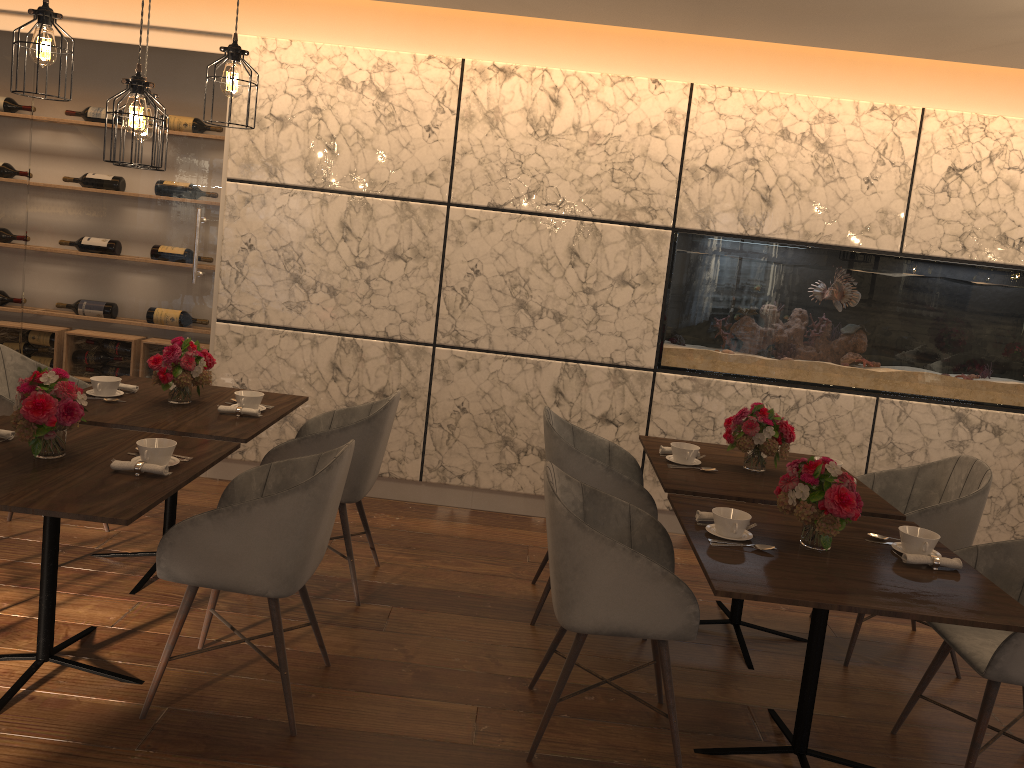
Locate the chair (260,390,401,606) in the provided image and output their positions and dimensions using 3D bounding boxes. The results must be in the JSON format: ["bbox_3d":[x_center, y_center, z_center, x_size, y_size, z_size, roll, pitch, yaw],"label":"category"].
[{"bbox_3d":[-0.793,0.433,3.844,0.526,0.867,0.569,7,7,1],"label":"chair"}]

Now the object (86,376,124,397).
[{"bbox_3d":[-1.737,0.013,3.783,0.148,0.072,0.149,3,10,-21],"label":"object"}]

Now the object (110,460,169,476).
[{"bbox_3d":[-1.168,0.263,2.781,0.175,0.039,0.056,7,9,1],"label":"object"}]

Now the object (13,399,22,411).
[{"bbox_3d":[-1.563,0.073,2.849,0.077,0.051,0.050,1,10,-33],"label":"object"}]

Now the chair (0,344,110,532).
[{"bbox_3d":[-2.111,0.279,3.888,0.526,0.867,0.569,7,7,1],"label":"chair"}]

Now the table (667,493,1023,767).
[{"bbox_3d":[0.960,0.877,2.822,0.896,0.716,0.903,7,8,1],"label":"table"}]

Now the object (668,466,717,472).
[{"bbox_3d":[0.738,0.344,3.627,0.197,0.015,0.043,7,9,5],"label":"object"}]

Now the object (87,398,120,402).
[{"bbox_3d":[-1.725,0.061,3.681,0.197,0.015,0.043,7,9,5],"label":"object"}]

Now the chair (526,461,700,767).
[{"bbox_3d":[0.317,0.719,2.881,0.526,0.867,0.569,7,7,1],"label":"chair"}]

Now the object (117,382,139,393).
[{"bbox_3d":[-1.736,0.011,3.898,0.175,0.039,0.056,7,9,1],"label":"object"}]

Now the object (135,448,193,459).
[{"bbox_3d":[-1.181,0.235,3.008,0.197,0.015,0.043,6,9,-3],"label":"object"}]

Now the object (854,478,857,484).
[{"bbox_3d":[1.326,0.395,3.640,0.175,0.039,0.056,7,9,1],"label":"object"}]

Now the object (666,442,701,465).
[{"bbox_3d":[0.725,0.296,3.729,0.148,0.072,0.149,3,10,-21],"label":"object"}]

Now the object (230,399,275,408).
[{"bbox_3d":[-1.150,0.084,3.922,0.197,0.015,0.043,6,9,-3],"label":"object"}]

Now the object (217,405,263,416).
[{"bbox_3d":[-1.146,0.112,3.729,0.192,0.024,0.025,7,8,1],"label":"object"}]

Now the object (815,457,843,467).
[{"bbox_3d":[1.331,0.359,3.751,0.148,0.072,0.149,3,10,-21],"label":"object"}]

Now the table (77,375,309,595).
[{"bbox_3d":[-1.469,0.437,3.829,0.896,0.716,0.903,7,8,1],"label":"table"}]

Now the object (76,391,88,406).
[{"bbox_3d":[-1.404,0.052,2.848,0.077,0.052,0.046,0,10,-36],"label":"object"}]

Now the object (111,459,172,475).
[{"bbox_3d":[-1.178,0.263,2.816,0.192,0.024,0.025,7,8,1],"label":"object"}]

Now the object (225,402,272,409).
[{"bbox_3d":[-1.159,0.094,3.887,0.211,0.004,0.022,7,9,1],"label":"object"}]

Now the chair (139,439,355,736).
[{"bbox_3d":[-0.825,0.591,2.891,0.526,0.867,0.569,7,7,1],"label":"chair"}]

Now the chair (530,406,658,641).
[{"bbox_3d":[0.350,0.562,3.834,0.526,0.867,0.569,7,7,1],"label":"chair"}]

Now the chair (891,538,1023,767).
[{"bbox_3d":[1.636,0.873,2.836,0.526,0.867,0.569,7,7,1],"label":"chair"}]

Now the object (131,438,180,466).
[{"bbox_3d":[-1.163,0.227,2.892,0.148,0.072,0.149,3,10,-21],"label":"object"}]

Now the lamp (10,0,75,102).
[{"bbox_3d":[-1.485,-1.990,2.892,0.175,2.057,0.176,7,6,3],"label":"lamp"}]

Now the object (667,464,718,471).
[{"bbox_3d":[0.745,0.345,3.655,0.211,0.004,0.022,7,9,1],"label":"object"}]

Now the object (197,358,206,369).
[{"bbox_3d":[-1.342,-0.088,3.767,0.076,0.052,0.049,3,8,-19],"label":"object"}]

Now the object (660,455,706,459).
[{"bbox_3d":[0.735,0.307,3.810,0.192,0.024,0.025,7,8,1],"label":"object"}]

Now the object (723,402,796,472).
[{"bbox_3d":[1.042,0.211,3.747,0.305,0.299,0.236,7,8,3],"label":"object"}]

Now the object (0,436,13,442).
[{"bbox_3d":[-1.759,0.175,2.951,0.192,0.024,0.025,7,8,1],"label":"object"}]

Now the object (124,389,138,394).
[{"bbox_3d":[-1.728,0.024,3.865,0.192,0.024,0.025,7,8,1],"label":"object"}]

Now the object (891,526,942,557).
[{"bbox_3d":[1.300,0.510,2.838,0.148,0.072,0.149,3,10,-21],"label":"object"}]

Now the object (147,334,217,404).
[{"bbox_3d":[-1.420,-0.071,3.798,0.235,0.299,0.306,10,9,23],"label":"object"}]

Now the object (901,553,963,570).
[{"bbox_3d":[1.294,0.546,2.727,0.175,0.039,0.056,7,9,1],"label":"object"}]

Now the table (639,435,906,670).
[{"bbox_3d":[0.992,0.720,3.775,0.896,0.716,0.903,7,8,1],"label":"table"}]

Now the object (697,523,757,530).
[{"bbox_3d":[0.703,0.458,2.897,0.192,0.024,0.025,7,8,1],"label":"object"}]

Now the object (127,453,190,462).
[{"bbox_3d":[-1.190,0.245,2.974,0.211,0.004,0.022,7,9,1],"label":"object"}]

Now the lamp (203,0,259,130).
[{"bbox_3d":[-0.946,-1.983,3.203,0.175,2.057,0.176,7,6,3],"label":"lamp"}]

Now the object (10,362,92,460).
[{"bbox_3d":[-1.483,0.081,2.856,0.234,0.299,0.308,3,8,-21],"label":"object"}]

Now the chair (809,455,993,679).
[{"bbox_3d":[1.669,0.716,3.790,0.526,0.867,0.569,7,7,1],"label":"chair"}]

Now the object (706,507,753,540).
[{"bbox_3d":[0.694,0.447,2.816,0.148,0.072,0.149,3,10,-21],"label":"object"}]

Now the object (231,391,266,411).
[{"bbox_3d":[-1.132,0.076,3.806,0.148,0.072,0.149,3,10,-21],"label":"object"}]

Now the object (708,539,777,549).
[{"bbox_3d":[0.714,0.496,2.741,0.211,0.004,0.022,7,9,1],"label":"object"}]

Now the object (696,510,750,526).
[{"bbox_3d":[0.696,0.445,2.931,0.175,0.039,0.056,7,9,1],"label":"object"}]

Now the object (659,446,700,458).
[{"bbox_3d":[0.727,0.294,3.844,0.175,0.039,0.056,7,9,1],"label":"object"}]

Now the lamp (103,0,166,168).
[{"bbox_3d":[-1.179,-1.763,2.906,0.175,2.057,0.176,7,6,3],"label":"lamp"}]

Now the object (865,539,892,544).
[{"bbox_3d":[1.273,0.528,2.920,0.211,0.004,0.022,7,9,1],"label":"object"}]

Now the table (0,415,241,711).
[{"bbox_3d":[-1.502,0.594,2.876,0.896,0.716,0.903,7,8,1],"label":"table"}]

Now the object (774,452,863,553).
[{"bbox_3d":[0.980,0.364,2.801,0.234,0.299,0.308,3,8,-21],"label":"object"}]

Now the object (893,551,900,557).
[{"bbox_3d":[1.285,0.546,2.762,0.192,0.024,0.025,7,8,1],"label":"object"}]

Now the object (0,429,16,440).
[{"bbox_3d":[-1.767,0.162,2.985,0.175,0.039,0.056,7,9,1],"label":"object"}]

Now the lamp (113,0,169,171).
[{"bbox_3d":[-1.294,-1.830,3.232,0.175,2.057,0.176,7,6,3],"label":"lamp"}]

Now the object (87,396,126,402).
[{"bbox_3d":[-1.718,0.062,3.709,0.211,0.004,0.022,7,9,1],"label":"object"}]

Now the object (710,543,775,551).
[{"bbox_3d":[0.706,0.496,2.706,0.197,0.015,0.043,6,9,-3],"label":"object"}]

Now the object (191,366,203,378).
[{"bbox_3d":[-1.358,-0.056,3.748,0.077,0.051,0.050,8,8,11],"label":"object"}]

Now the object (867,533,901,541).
[{"bbox_3d":[1.281,0.518,2.954,0.197,0.015,0.043,6,9,-3],"label":"object"}]

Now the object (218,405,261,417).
[{"bbox_3d":[-1.137,0.112,3.694,0.175,0.039,0.056,7,9,1],"label":"object"}]
